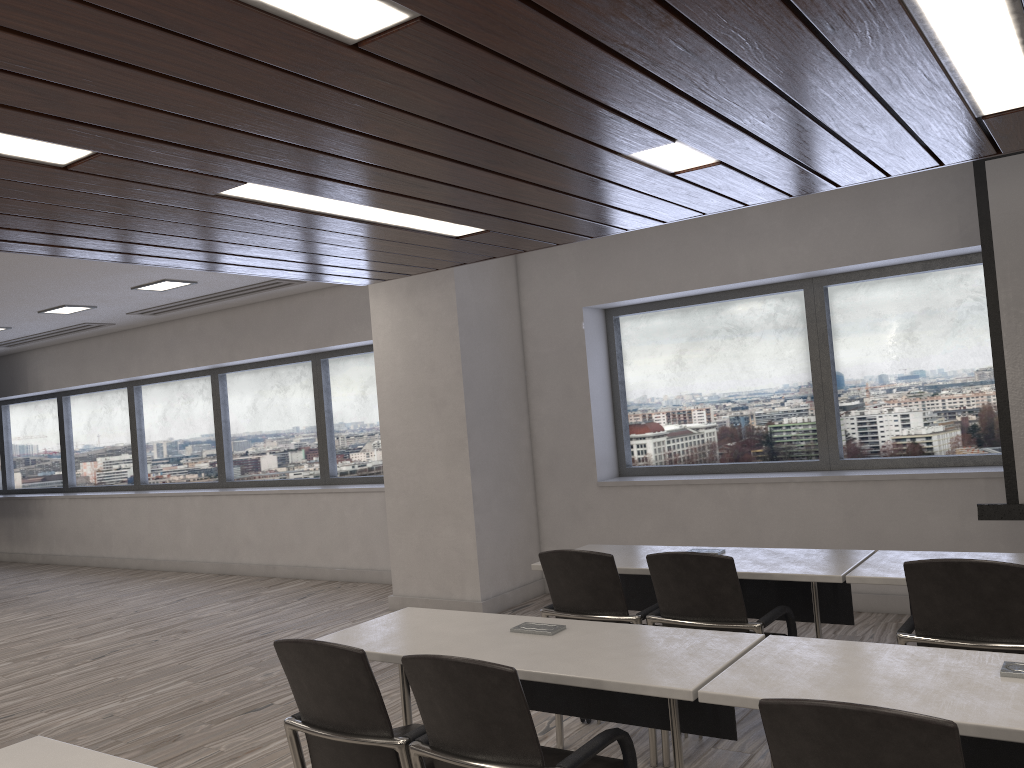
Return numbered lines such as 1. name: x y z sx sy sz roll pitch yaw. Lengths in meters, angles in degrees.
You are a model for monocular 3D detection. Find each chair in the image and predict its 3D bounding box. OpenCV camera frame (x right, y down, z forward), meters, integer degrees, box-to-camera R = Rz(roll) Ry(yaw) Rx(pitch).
1. chair: 0.869 1.080 1.967 0.513 0.939 0.638 -6 -2 35
2. chair: 0.053 1.166 2.543 0.513 0.939 0.638 -6 -2 34
3. chair: 0.474 1.174 4.065 0.513 0.939 0.638 -6 -2 35
4. chair: 0.910 1.129 3.782 0.513 0.939 0.638 -6 -2 35
5. chair: -0.377 1.211 2.845 0.513 0.939 0.638 -6 -2 34
6. chair: 1.721 1.044 3.211 0.513 0.939 0.638 -6 -2 35

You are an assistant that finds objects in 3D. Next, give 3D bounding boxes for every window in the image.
1. window: -4.870 0.671 11.544 10.453 1.419 0.118 -6 -2 35
2. window: 3.727 -0.225 5.560 6.968 1.419 0.118 -6 -2 35

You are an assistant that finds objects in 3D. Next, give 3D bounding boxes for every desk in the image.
1. desk: 2.154 1.084 3.362 1.509 0.795 0.577 -6 -2 35
2. desk: -0.809 1.288 1.750 1.509 0.795 0.577 -6 -2 35
3. desk: 0.056 1.251 2.999 1.509 0.795 0.577 -6 -2 35
4. desk: 1.301 1.121 2.132 1.509 0.795 0.577 -6 -2 35
5. desk: 0.908 1.214 4.229 1.509 0.795 0.577 -6 -2 35

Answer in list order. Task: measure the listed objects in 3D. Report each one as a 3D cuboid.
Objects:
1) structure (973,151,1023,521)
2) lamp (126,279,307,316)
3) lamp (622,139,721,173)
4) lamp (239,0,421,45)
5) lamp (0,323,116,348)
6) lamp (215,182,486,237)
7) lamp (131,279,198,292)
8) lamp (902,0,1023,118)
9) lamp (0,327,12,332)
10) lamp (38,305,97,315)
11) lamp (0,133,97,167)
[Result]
1. structure: 4.008 -0.539 4.066 3.550 2.329 0.438 -6 -2 35
2. lamp: 0.139 -1.051 5.343 1.499 0.552 12.001 -4 -2 -39
3. lamp: 0.622 -0.893 3.413 0.236 0.046 0.421 -6 -2 35
4. lamp: -0.723 -0.835 1.472 0.236 0.045 1.496 -6 -2 35
5. lamp: -2.372 -0.827 5.789 1.469 0.552 14.296 -4 -2 -33
6. lamp: -0.629 -0.773 3.916 0.236 0.045 1.496 -6 -2 35
7. lamp: -3.110 -0.928 7.919 0.519 0.120 0.324 -6 -2 35
8. lamp: 1.350 -0.979 2.539 0.236 0.045 1.496 -6 -2 35
9. lamp: -5.836 -0.644 9.816 0.519 0.120 0.324 -6 -2 35
10. lamp: -4.436 -0.790 8.842 0.519 0.120 0.324 -6 -2 35
11. lamp: -1.803 -0.722 2.223 0.236 0.045 1.496 -6 -2 35
